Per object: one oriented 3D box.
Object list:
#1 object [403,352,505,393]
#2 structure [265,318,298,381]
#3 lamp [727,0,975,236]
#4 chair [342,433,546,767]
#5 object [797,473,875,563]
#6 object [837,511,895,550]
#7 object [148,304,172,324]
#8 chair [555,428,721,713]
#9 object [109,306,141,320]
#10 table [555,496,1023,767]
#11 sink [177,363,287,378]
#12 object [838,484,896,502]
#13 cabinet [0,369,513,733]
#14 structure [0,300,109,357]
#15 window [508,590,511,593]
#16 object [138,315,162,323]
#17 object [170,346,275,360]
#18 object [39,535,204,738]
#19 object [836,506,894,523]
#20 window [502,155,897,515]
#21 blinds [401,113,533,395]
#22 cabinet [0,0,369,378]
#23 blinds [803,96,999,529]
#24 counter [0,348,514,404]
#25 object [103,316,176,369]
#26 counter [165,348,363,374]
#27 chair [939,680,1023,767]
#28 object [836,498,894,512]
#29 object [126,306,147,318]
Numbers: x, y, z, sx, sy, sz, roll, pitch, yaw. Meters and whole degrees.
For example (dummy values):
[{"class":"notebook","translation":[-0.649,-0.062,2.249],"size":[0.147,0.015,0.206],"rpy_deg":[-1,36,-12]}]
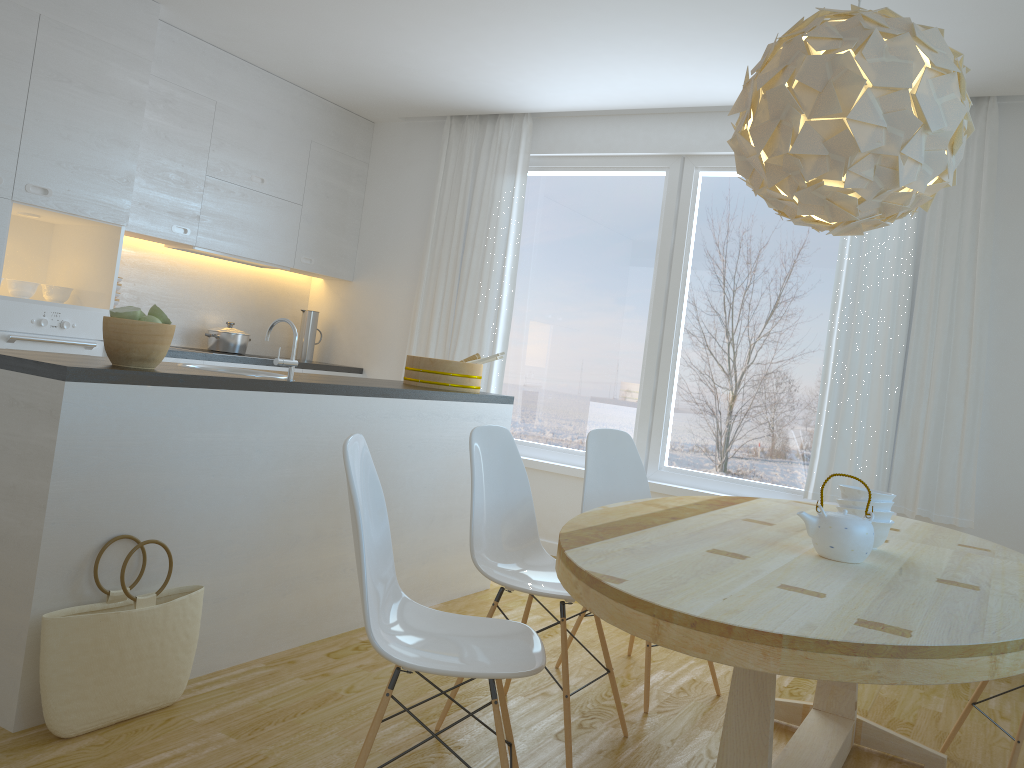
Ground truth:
[{"class":"object","translation":[-0.309,-0.084,4.336],"size":[0.428,0.214,0.379],"rpy_deg":[7,0,-32]},{"class":"structure","translation":[-0.838,-0.129,3.126],"size":[0.162,0.216,0.096],"rpy_deg":[7,-2,30]},{"class":"lamp","translation":[0.979,-0.975,2.517],"size":[0.649,1.138,0.636],"rpy_deg":[6,-2,29]},{"class":"chair","translation":[-0.163,0.593,1.991],"size":[0.523,0.904,0.429],"rpy_deg":[7,-2,0]},{"class":"object","translation":[0.818,0.329,2.219],"size":[0.178,0.212,0.146],"rpy_deg":[7,-1,29]},{"class":"object","translation":[0.974,0.409,2.454],"size":[0.151,0.083,0.152],"rpy_deg":[7,0,-21]},{"class":"object","translation":[-1.091,-0.210,2.746],"size":[0.073,0.072,0.077],"rpy_deg":[8,-1,-35]},{"class":"chair","translation":[0.498,0.651,3.324],"size":[0.428,0.903,0.524],"rpy_deg":[9,-2,-40]},{"class":"object","translation":[-1.152,-0.201,2.632],"size":[0.086,0.065,0.083],"rpy_deg":[7,0,42]},{"class":"table","translation":[0.798,0.795,2.404],"size":[1.197,0.726,2.181],"rpy_deg":[7,1,28]},{"class":"sink","translation":[-1.027,0.026,3.246],"size":[0.403,0.157,0.404],"rpy_deg":[7,1,-19]},{"class":"object","translation":[0.983,0.334,2.462],"size":[0.151,0.087,0.152],"rpy_deg":[7,0,-32]},{"class":"cabinet","translation":[-0.897,0.463,3.484],"size":[0.602,0.911,2.390],"rpy_deg":[7,0,30]},{"class":"structure","translation":[-2.195,-0.069,4.188],"size":[0.049,0.597,0.558],"rpy_deg":[6,-1,30]},{"class":"window","translation":[1.056,-0.253,1.790],"size":[2.557,2.058,1.871],"rpy_deg":[7,-1,30]},{"class":"object","translation":[-1.097,-0.165,2.679],"size":[0.081,0.086,0.097],"rpy_deg":[7,0,-6]},{"class":"object","translation":[-1.788,-0.189,5.467],"size":[0.563,0.013,0.651],"rpy_deg":[8,1,30]},{"class":"object","translation":[-0.596,0.736,2.388],"size":[1.190,0.503,0.470],"rpy_deg":[7,-1,8]},{"class":"object","translation":[0.976,0.386,2.458],"size":[0.151,0.093,0.151],"rpy_deg":[7,0,-21]},{"class":"window","translation":[0.914,-0.398,5.237],"size":[2.735,1.922,0.088],"rpy_deg":[7,-2,30]},{"class":"blinds","translation":[-0.321,-0.752,5.748],"size":[0.797,2.165,0.149],"rpy_deg":[6,-3,29]},{"class":"cabinet","translation":[-1.989,-0.509,4.925],"size":[0.482,2.305,3.187],"rpy_deg":[6,-1,30]},{"class":"blinds","translation":[1.977,-0.429,4.422],"size":[0.797,2.165,0.149],"rpy_deg":[6,-3,30]},{"class":"counter","translation":[-0.837,-0.008,3.504],"size":[0.602,0.040,2.390],"rpy_deg":[8,1,30]},{"class":"object","translation":[-1.138,-0.122,2.685],"size":[0.204,0.142,0.205],"rpy_deg":[7,0,-9]},{"class":"counter","translation":[-1.789,-0.171,5.462],"size":[0.602,0.040,1.992],"rpy_deg":[8,1,30]},{"class":"chair","translation":[1.717,0.819,2.736],"size":[0.523,0.904,0.429],"rpy_deg":[7,-2,5]},{"class":"object","translation":[0.977,0.362,2.461],"size":[0.151,0.096,0.151],"rpy_deg":[7,0,-44]},{"class":"object","translation":[-1.165,-0.190,2.720],"size":[0.101,0.099,0.087],"rpy_deg":[8,-1,-39]}]
